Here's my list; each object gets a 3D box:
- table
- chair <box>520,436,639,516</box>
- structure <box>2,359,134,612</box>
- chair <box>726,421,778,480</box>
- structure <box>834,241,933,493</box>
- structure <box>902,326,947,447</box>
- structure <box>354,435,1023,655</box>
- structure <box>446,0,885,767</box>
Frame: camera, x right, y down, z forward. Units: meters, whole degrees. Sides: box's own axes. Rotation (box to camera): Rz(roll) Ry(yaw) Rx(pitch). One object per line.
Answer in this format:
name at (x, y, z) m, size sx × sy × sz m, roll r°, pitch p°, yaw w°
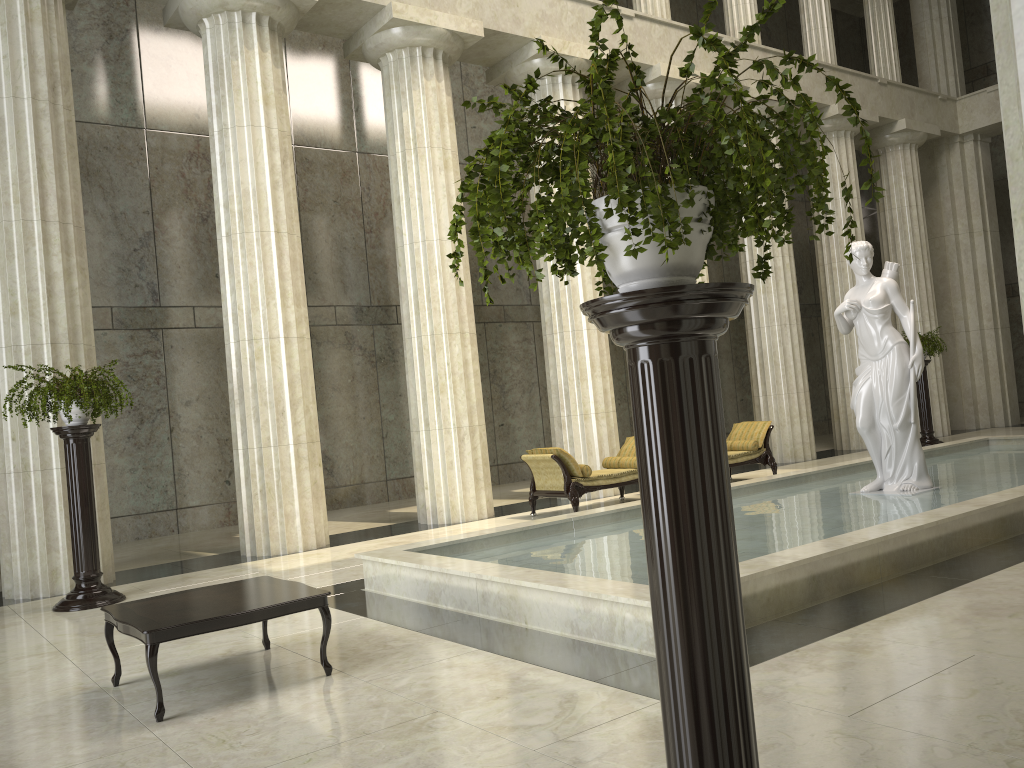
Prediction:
table at (-1.800, 1.563, 5.412) m, size 1.123 × 0.494 × 1.134 m, roll -4°, pitch -2°, yaw -38°
chair at (1.208, 1.274, 12.446) m, size 2.172 × 0.950 × 0.993 m, roll -4°, pitch -2°, yaw -37°
structure at (-4.203, 0.940, 8.614) m, size 1.159 × 2.386 × 1.053 m, roll -5°, pitch -2°, yaw -7°
chair at (3.183, 1.135, 13.918) m, size 2.172 × 0.950 × 0.993 m, roll -4°, pitch -2°, yaw -37°
structure at (4.172, -0.135, 9.994) m, size 0.729 × 3.044 × 0.940 m, roll -4°, pitch -2°, yaw -42°
structure at (8.287, 0.059, 17.901) m, size 1.053 × 2.386 × 1.159 m, roll -4°, pitch -2°, yaw -42°
structure at (4.344, 1.308, 9.944) m, size 11.573 × 0.508 × 3.754 m, roll -4°, pitch -2°, yaw -37°
structure at (0.420, 0.303, 2.269) m, size 1.053 × 2.386 × 1.159 m, roll -5°, pitch -2°, yaw -7°
